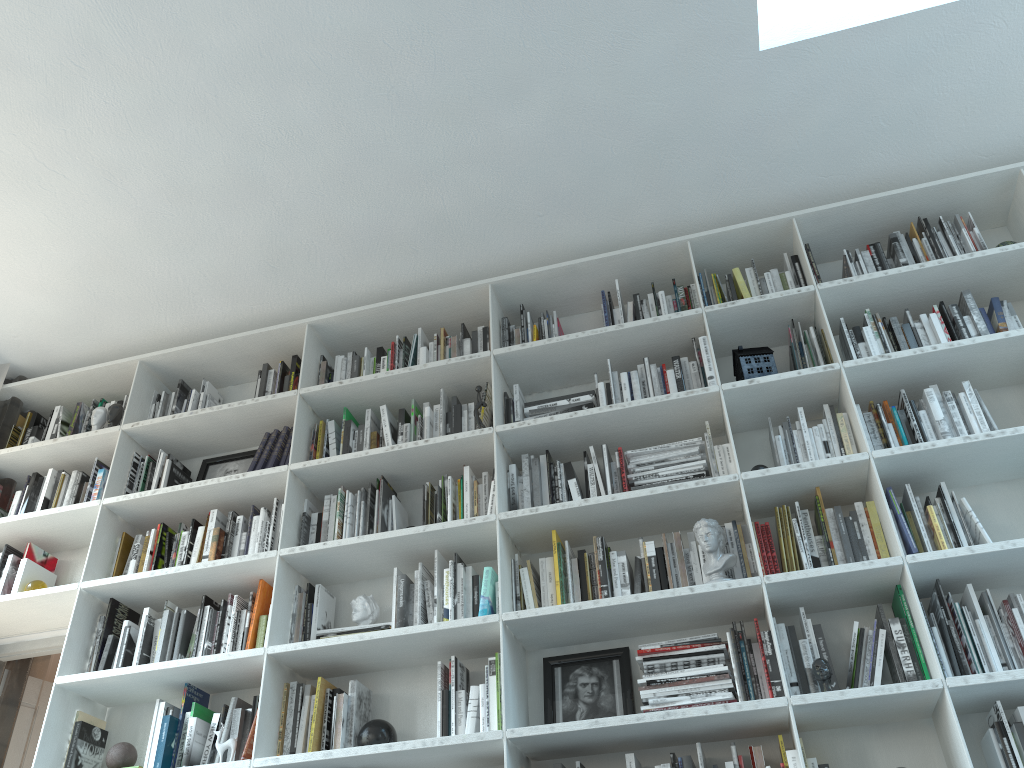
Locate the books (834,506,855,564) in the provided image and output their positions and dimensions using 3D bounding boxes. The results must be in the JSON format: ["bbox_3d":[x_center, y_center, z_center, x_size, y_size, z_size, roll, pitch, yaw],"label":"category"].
[{"bbox_3d":[1.088,0.549,2.900,0.027,0.240,0.189,-11,-37,11],"label":"books"}]

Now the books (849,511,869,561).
[{"bbox_3d":[1.144,0.556,2.911,0.028,0.238,0.146,-11,-37,11],"label":"books"}]

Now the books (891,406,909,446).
[{"bbox_3d":[1.352,0.216,3.079,0.013,0.235,0.158,-11,-37,11],"label":"books"}]

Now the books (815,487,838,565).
[{"bbox_3d":[1.052,0.530,2.953,0.021,0.335,0.170,-11,-37,11],"label":"books"}]

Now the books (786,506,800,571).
[{"bbox_3d":[0.945,0.573,2.967,0.035,0.291,0.145,-11,-37,11],"label":"books"}]

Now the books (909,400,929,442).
[{"bbox_3d":[1.405,0.198,3.060,0.022,0.236,0.165,-11,-37,11],"label":"books"}]

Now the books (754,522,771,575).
[{"bbox_3d":[0.850,0.610,2.980,0.015,0.254,0.151,-11,-37,11],"label":"books"}]

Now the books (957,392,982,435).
[{"bbox_3d":[1.565,0.174,3.032,0.021,0.231,0.184,-11,-37,11],"label":"books"}]

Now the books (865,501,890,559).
[{"bbox_3d":[1.205,0.536,2.913,0.033,0.267,0.142,-11,-37,11],"label":"books"}]

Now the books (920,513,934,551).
[{"bbox_3d":[1.332,0.535,2.857,0.014,0.191,0.147,-11,-37,11],"label":"books"}]

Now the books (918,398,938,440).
[{"bbox_3d":[1.448,0.191,3.069,0.011,0.255,0.132,-11,-37,11],"label":"books"}]

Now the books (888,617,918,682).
[{"bbox_3d":[1.175,0.842,2.672,0.029,0.221,0.172,-11,-37,11],"label":"books"}]

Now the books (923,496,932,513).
[{"bbox_3d":[1.371,0.508,2.864,0.008,0.241,0.170,-11,-37,11],"label":"books"}]

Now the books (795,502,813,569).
[{"bbox_3d":[0.977,0.559,2.951,0.019,0.292,0.164,-11,-37,11],"label":"books"}]

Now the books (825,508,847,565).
[{"bbox_3d":[1.072,0.562,2.927,0.033,0.251,0.175,-11,-37,11],"label":"books"}]

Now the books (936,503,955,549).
[{"bbox_3d":[1.390,0.512,2.845,0.007,0.210,0.159,-11,-37,11],"label":"books"}]

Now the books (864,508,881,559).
[{"bbox_3d":[1.187,0.550,2.913,0.019,0.246,0.149,-11,-37,11],"label":"books"}]

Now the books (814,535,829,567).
[{"bbox_3d":[1.029,0.611,2.929,0.030,0.180,0.132,-11,-37,11],"label":"books"}]

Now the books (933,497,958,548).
[{"bbox_3d":[1.404,0.504,2.861,0.017,0.241,0.133,-11,-37,11],"label":"books"}]

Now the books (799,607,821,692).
[{"bbox_3d":[0.935,0.865,2.757,0.013,0.305,0.142,-11,-37,11],"label":"books"}]

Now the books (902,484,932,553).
[{"bbox_3d":[1.311,0.490,2.866,0.013,0.277,0.192,-11,-37,11],"label":"books"}]

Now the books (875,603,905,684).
[{"bbox_3d":[1.159,0.832,2.711,0.013,0.284,0.139,-11,-37,11],"label":"books"}]

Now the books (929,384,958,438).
[{"bbox_3d":[1.496,0.167,3.072,0.027,0.293,0.160,-11,-37,11],"label":"books"}]

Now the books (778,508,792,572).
[{"bbox_3d":[0.920,0.578,2.972,0.035,0.291,0.145,-11,-37,11],"label":"books"}]

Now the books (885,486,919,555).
[{"bbox_3d":[1.271,0.503,2.889,0.035,0.286,0.192,-11,-37,11],"label":"books"}]

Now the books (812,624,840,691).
[{"bbox_3d":[0.974,0.887,2.741,0.035,0.247,0.141,-11,-37,11],"label":"books"}]

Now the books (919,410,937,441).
[{"bbox_3d":[1.431,0.216,3.049,0.025,0.193,0.172,-11,-37,11],"label":"books"}]

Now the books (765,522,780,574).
[{"bbox_3d":[0.884,0.613,2.979,0.013,0.245,0.177,-11,-37,11],"label":"books"}]

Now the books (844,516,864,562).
[{"bbox_3d":[1.114,0.564,2.890,0.034,0.203,0.182,-11,-37,11],"label":"books"}]

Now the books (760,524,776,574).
[{"bbox_3d":[0.867,0.611,2.972,0.014,0.243,0.146,-11,-37,11],"label":"books"}]

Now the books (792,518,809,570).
[{"bbox_3d":[0.962,0.589,2.938,0.015,0.230,0.181,-11,-37,11],"label":"books"}]

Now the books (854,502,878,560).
[{"bbox_3d":[1.165,0.538,2.911,0.032,0.265,0.143,-11,-37,11],"label":"books"}]

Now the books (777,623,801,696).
[{"bbox_3d":[0.867,0.901,2.766,0.024,0.262,0.155,-11,-37,11],"label":"books"}]

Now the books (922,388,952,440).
[{"bbox_3d":[1.462,0.171,3.048,0.030,0.261,0.183,-11,-37,11],"label":"books"}]

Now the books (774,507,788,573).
[{"bbox_3d":[0.905,0.574,2.966,0.035,0.291,0.145,-11,-37,11],"label":"books"}]

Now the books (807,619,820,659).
[{"bbox_3d":[0.951,0.884,2.750,0.012,0.264,0.158,-11,-37,11],"label":"books"}]

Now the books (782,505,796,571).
[{"bbox_3d":[0.928,0.567,2.958,0.035,0.291,0.145,-11,-37,11],"label":"books"}]

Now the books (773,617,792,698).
[{"bbox_3d":[0.850,0.895,2.776,0.012,0.283,0.160,-11,-37,11],"label":"books"}]

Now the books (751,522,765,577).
[{"bbox_3d":[0.835,0.613,2.981,0.014,0.252,0.161,-11,-37,11],"label":"books"}]

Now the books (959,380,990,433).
[{"bbox_3d":[1.583,0.147,3.031,0.024,0.271,0.170,-11,-37,11],"label":"books"}]

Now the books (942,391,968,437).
[{"bbox_3d":[1.518,0.174,3.040,0.025,0.243,0.184,-11,-37,11],"label":"books"}]

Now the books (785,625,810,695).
[{"bbox_3d":[0.892,0.898,2.755,0.028,0.251,0.143,-11,-37,11],"label":"books"}]

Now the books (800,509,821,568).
[{"bbox_3d":[1.002,0.575,2.960,0.035,0.276,0.140,-11,-37,11],"label":"books"}]

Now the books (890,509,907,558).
[{"bbox_3d":[1.255,0.540,2.881,0.015,0.219,0.155,-11,-37,11],"label":"books"}]

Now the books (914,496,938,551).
[{"bbox_3d":[1.345,0.510,2.877,0.013,0.254,0.145,-11,-37,11],"label":"books"}]

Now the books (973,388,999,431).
[{"bbox_3d":[1.627,0.160,3.036,0.034,0.252,0.161,-11,-37,11],"label":"books"}]

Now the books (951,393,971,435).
[{"bbox_3d":[1.546,0.174,3.057,0.024,0.260,0.134,-11,-37,11],"label":"books"}]

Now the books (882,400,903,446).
[{"bbox_3d":[1.344,0.210,3.111,0.014,0.282,0.136,-11,-37,11],"label":"books"}]

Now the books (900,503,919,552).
[{"bbox_3d":[1.298,0.528,2.888,0.007,0.243,0.146,-11,-37,11],"label":"books"}]

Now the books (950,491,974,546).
[{"bbox_3d":[1.452,0.493,2.859,0.007,0.252,0.161,-11,-37,11],"label":"books"}]

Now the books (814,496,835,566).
[{"bbox_3d":[1.036,0.540,2.927,0.019,0.291,0.183,-11,-37,11],"label":"books"}]

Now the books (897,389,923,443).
[{"bbox_3d":[1.385,0.181,3.071,0.014,0.279,0.178,-11,-37,11],"label":"books"}]

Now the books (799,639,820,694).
[{"bbox_3d":[0.914,0.906,2.716,0.027,0.191,0.183,-11,-37,11],"label":"books"}]

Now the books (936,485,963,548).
[{"bbox_3d":[1.412,0.486,2.860,0.006,0.268,0.179,-11,-37,11],"label":"books"}]

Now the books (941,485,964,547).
[{"bbox_3d":[1.419,0.486,2.864,0.006,0.272,0.168,-11,-37,11],"label":"books"}]

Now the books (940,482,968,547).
[{"bbox_3d":[1.428,0.479,2.866,0.013,0.286,0.159,-11,-37,11],"label":"books"}]

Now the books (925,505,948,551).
[{"bbox_3d":[1.353,0.516,2.831,0.017,0.191,0.192,-11,-37,11],"label":"books"}]

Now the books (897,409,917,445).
[{"bbox_3d":[1.372,0.222,3.071,0.026,0.214,0.162,-11,-37,11],"label":"books"}]

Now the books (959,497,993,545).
[{"bbox_3d":[1.474,0.490,2.818,0.051,0.209,0.177,-11,-37,11],"label":"books"}]

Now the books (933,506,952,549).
[{"bbox_3d":[1.382,0.519,2.852,0.014,0.208,0.157,-11,-37,11],"label":"books"}]
